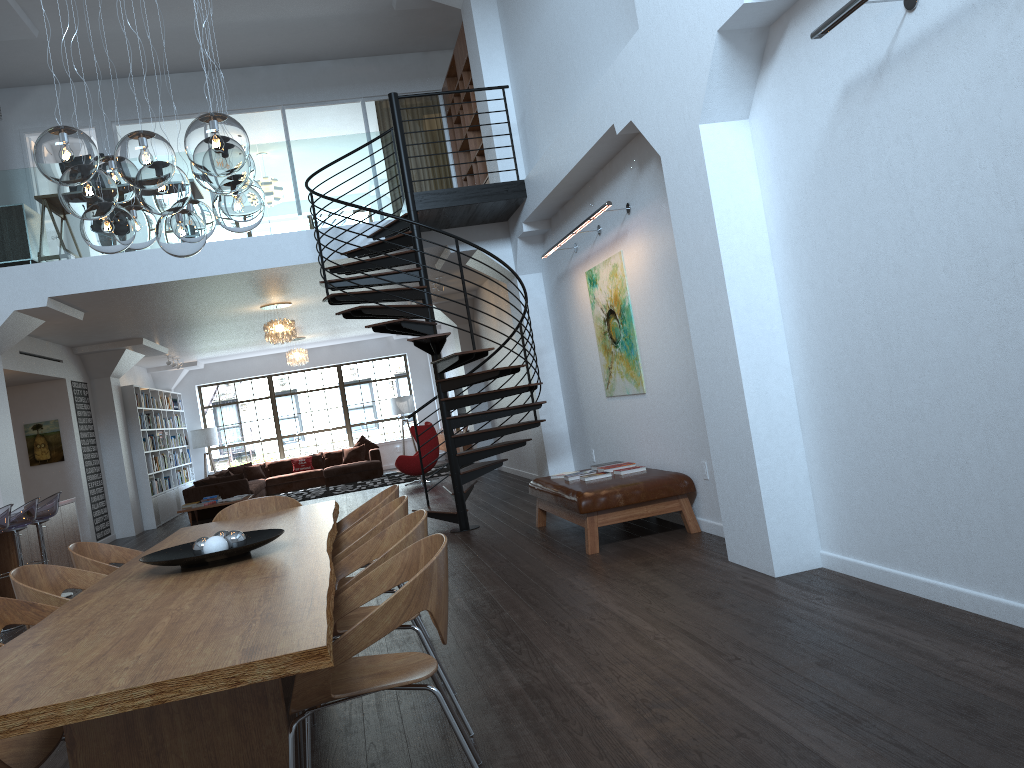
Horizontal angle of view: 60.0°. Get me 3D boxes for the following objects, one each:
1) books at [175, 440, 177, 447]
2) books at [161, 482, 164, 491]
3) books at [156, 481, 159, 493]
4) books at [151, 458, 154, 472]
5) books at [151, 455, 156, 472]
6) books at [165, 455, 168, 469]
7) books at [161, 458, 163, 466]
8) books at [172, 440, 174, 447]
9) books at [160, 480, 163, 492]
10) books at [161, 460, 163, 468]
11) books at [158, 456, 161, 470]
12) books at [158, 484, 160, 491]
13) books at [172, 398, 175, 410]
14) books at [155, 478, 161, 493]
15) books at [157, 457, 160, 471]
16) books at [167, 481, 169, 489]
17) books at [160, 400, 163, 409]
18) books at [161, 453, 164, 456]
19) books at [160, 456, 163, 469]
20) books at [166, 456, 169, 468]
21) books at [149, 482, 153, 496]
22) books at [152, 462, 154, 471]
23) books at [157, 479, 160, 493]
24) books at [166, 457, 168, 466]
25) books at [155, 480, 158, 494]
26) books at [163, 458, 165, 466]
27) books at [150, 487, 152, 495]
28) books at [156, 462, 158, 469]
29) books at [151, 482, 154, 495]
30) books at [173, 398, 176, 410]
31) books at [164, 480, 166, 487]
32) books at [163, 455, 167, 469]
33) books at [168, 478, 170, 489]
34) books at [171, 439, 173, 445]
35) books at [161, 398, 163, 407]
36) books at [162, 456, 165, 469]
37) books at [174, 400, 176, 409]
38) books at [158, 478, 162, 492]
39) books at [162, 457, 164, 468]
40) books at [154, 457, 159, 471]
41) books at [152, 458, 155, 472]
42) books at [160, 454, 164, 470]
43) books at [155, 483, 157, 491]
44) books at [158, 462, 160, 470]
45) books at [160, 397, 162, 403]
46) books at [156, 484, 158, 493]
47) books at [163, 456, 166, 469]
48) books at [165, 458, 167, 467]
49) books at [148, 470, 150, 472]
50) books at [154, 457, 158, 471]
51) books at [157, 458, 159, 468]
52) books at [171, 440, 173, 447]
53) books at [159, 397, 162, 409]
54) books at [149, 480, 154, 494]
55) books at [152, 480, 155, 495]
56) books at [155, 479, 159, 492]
[{"bbox_3d":[-6.791,1.188,17.755,0.120,0.167,0.020,-9,-1,-11],"label":"books"},{"bbox_3d":[-6.311,1.828,15.800,0.161,0.207,0.135,-9,-1,-12],"label":"books"},{"bbox_3d":[-6.231,1.810,15.386,0.161,0.223,0.030,-9,-1,-12],"label":"books"},{"bbox_3d":[-6.268,1.385,15.270,0.140,0.298,0.044,-9,-1,-11],"label":"books"},{"bbox_3d":[-6.329,1.401,15.481,0.176,0.290,0.053,-9,-1,-11],"label":"books"},{"bbox_3d":[-6.527,1.464,16.522,0.183,0.253,0.034,-9,-1,-12],"label":"books"},{"bbox_3d":[-6.422,1.457,16.075,0.161,0.223,0.026,-9,-1,-12],"label":"books"},{"bbox_3d":[-6.725,1.173,17.445,0.107,0.167,0.016,-9,-1,-11],"label":"books"},{"bbox_3d":[-6.310,1.813,15.743,0.174,0.236,0.142,-9,-1,-12],"label":"books"},{"bbox_3d":[-6.422,1.443,16.050,0.160,0.250,0.026,-9,-1,-12],"label":"books"},{"bbox_3d":[-6.391,1.434,15.853,0.183,0.253,0.034,-9,-1,-11],"label":"books"},{"bbox_3d":[-6.273,1.796,15.531,0.160,0.251,0.039,-9,-1,-11],"label":"books"},{"bbox_3d":[-7.044,0.430,18.230,0.183,0.253,0.042,-9,-1,-11],"label":"books"},{"bbox_3d":[-6.283,1.794,15.569,0.180,0.259,0.042,-9,-1,-11],"label":"books"},{"bbox_3d":[-6.375,1.430,15.751,0.183,0.253,0.034,-9,-1,-11],"label":"books"},{"bbox_3d":[-6.417,1.866,16.373,0.128,0.178,0.021,-9,-1,-11],"label":"books"},{"bbox_3d":[-6.772,0.396,16.928,0.161,0.207,0.130,-9,-1,-12],"label":"books"},{"bbox_3d":[-6.498,1.439,16.380,0.176,0.290,0.036,-9,-1,-12],"label":"books"},{"bbox_3d":[-6.430,1.427,16.003,0.198,0.284,0.066,-9,-1,-12],"label":"books"},{"bbox_3d":[-6.528,1.480,16.597,0.161,0.223,0.026,-9,-1,-12],"label":"books"},{"bbox_3d":[-6.136,1.772,14.879,0.174,0.240,0.054,-9,-1,-11],"label":"books"},{"bbox_3d":[-6.275,1.432,15.314,0.144,0.207,0.048,-9,-1,-11],"label":"books"},{"bbox_3d":[-6.262,1.796,15.493,0.171,0.246,0.039,-9,-1,-11],"label":"books"},{"bbox_3d":[-6.533,1.472,16.560,0.174,0.240,0.045,-9,-1,-12],"label":"books"},{"bbox_3d":[-6.230,1.796,15.310,0.176,0.231,0.053,-9,-1,-11],"label":"books"},{"bbox_3d":[-6.466,1.466,16.274,0.161,0.223,0.027,-9,-1,-12],"label":"books"},{"bbox_3d":[-6.127,1.779,14.836,0.161,0.223,0.032,-9,-1,-11],"label":"books"},{"bbox_3d":[-6.357,1.438,15.651,0.168,0.231,0.037,-9,-1,-11],"label":"books"},{"bbox_3d":[-6.145,1.783,14.954,0.161,0.223,0.032,-9,-1,-11],"label":"books"},{"bbox_3d":[-7.063,0.434,18.316,0.183,0.253,0.042,-9,-1,-11],"label":"books"},{"bbox_3d":[-6.385,1.855,16.146,0.134,0.184,0.030,-9,-1,-11],"label":"books"},{"bbox_3d":[-6.479,1.454,16.347,0.183,0.253,0.034,-9,-1,-12],"label":"books"},{"bbox_3d":[-6.435,1.858,16.460,0.146,0.202,0.027,-9,-1,-11],"label":"books"},{"bbox_3d":[-6.722,1.173,17.395,0.120,0.167,0.019,-9,-1,-11],"label":"books"},{"bbox_3d":[-6.796,0.393,17.037,0.161,0.223,0.032,-9,-1,-11],"label":"books"},{"bbox_3d":[-6.451,1.448,16.189,0.183,0.253,0.034,-9,-1,-12],"label":"books"},{"bbox_3d":[-7.069,0.435,18.359,0.183,0.253,0.042,-9,-1,-11],"label":"books"},{"bbox_3d":[-6.294,1.800,15.655,0.183,0.253,0.042,-9,-1,-11],"label":"books"},{"bbox_3d":[-6.448,1.447,16.155,0.183,0.253,0.034,-9,-1,-12],"label":"books"},{"bbox_3d":[-6.362,1.428,15.686,0.183,0.253,0.034,-9,-1,-11],"label":"books"},{"bbox_3d":[-6.307,1.419,15.400,0.171,0.246,0.057,-9,-1,-11],"label":"books"},{"bbox_3d":[-6.444,1.427,16.113,0.176,0.290,0.053,-9,-1,-12],"label":"books"},{"bbox_3d":[-6.211,1.797,15.269,0.161,0.223,0.032,-9,-1,-11],"label":"books"},{"bbox_3d":[-6.388,1.435,15.824,0.160,0.250,0.026,-9,-1,-11],"label":"books"},{"bbox_3d":[-6.802,0.379,17.005,0.160,0.251,0.031,-9,-1,-11],"label":"books"},{"bbox_3d":[-6.231,1.801,15.354,0.161,0.223,0.033,-9,-1,-11],"label":"books"},{"bbox_3d":[-6.481,1.461,16.307,0.174,0.240,0.045,-9,-1,-12],"label":"books"},{"bbox_3d":[-6.503,1.456,16.427,0.180,0.259,0.060,-9,-1,-12],"label":"books"},{"bbox_3d":[-6.222,1.472,14.893,0.197,0.033,0.284,-9,-1,-36],"label":"books"},{"bbox_3d":[-6.344,1.427,15.606,0.171,0.246,0.057,-9,-1,-11],"label":"books"},{"bbox_3d":[-6.365,1.428,15.719,0.183,0.253,0.034,-9,-1,-11],"label":"books"},{"bbox_3d":[-6.711,1.177,17.360,0.110,0.153,0.018,-9,-1,-11],"label":"books"},{"bbox_3d":[-6.772,0.381,16.873,0.174,0.236,0.136,-9,-1,-12],"label":"books"},{"bbox_3d":[-6.168,1.772,14.987,0.183,0.253,0.042,-9,-1,-11],"label":"books"},{"bbox_3d":[-6.183,1.776,15.068,0.180,0.251,0.048,-9,-1,-11],"label":"books"},{"bbox_3d":[-6.253,1.789,15.420,0.183,0.253,0.042,-9,-1,-11],"label":"books"}]
